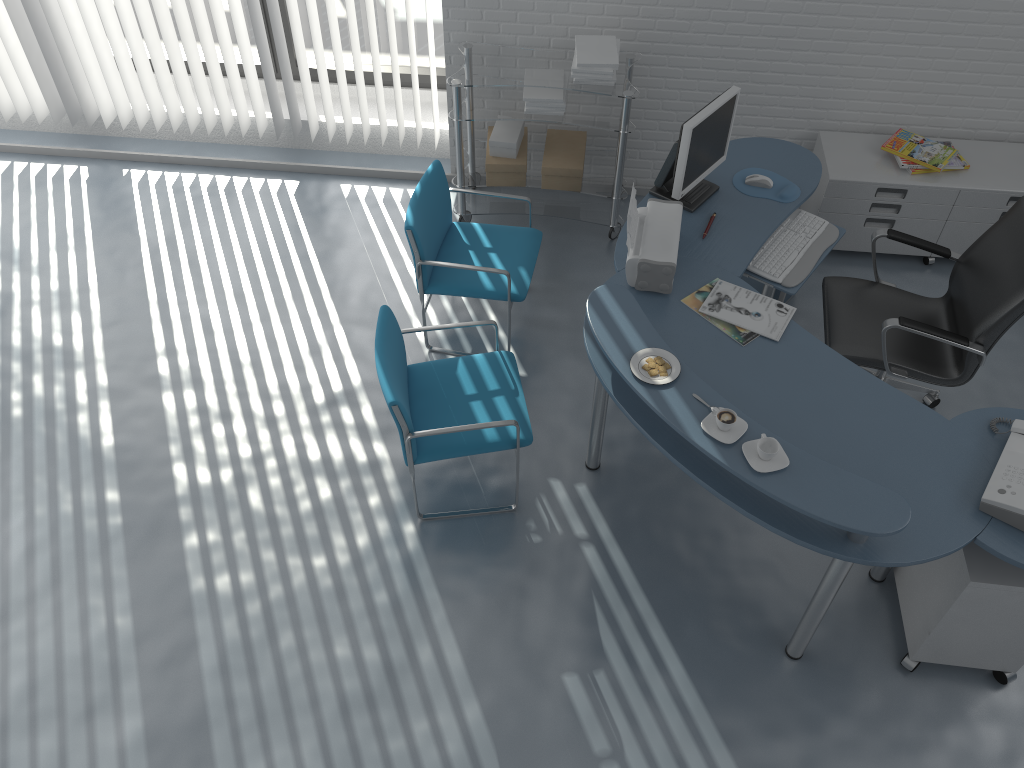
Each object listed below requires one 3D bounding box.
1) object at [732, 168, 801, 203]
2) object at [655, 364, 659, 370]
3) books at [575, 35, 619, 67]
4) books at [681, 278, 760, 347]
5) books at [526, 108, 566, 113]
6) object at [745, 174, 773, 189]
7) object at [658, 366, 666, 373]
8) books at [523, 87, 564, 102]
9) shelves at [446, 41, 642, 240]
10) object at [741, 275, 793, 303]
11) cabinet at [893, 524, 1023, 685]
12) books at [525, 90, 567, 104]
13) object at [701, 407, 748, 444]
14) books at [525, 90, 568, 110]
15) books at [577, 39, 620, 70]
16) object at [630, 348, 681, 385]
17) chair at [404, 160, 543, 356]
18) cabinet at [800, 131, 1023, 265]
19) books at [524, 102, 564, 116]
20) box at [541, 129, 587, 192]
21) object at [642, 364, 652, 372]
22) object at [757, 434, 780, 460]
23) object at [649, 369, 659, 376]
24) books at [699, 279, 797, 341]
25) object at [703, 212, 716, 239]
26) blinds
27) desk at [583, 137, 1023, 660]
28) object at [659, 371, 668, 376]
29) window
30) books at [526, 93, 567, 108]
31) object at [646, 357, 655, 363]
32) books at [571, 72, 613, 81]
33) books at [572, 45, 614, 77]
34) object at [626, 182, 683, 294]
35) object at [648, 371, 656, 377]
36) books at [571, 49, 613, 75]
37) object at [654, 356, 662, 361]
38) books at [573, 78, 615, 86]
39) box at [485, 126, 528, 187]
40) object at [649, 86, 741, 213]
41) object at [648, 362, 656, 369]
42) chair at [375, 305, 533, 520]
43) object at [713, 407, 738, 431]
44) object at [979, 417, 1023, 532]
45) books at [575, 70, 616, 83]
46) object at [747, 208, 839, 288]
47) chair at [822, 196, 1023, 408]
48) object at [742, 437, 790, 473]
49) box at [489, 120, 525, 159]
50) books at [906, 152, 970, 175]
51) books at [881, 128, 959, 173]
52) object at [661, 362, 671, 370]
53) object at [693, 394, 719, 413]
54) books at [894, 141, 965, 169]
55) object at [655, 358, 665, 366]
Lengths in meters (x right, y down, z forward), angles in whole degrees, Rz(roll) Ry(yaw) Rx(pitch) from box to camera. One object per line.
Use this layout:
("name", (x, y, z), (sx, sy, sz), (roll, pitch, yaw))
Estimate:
("object", (1.071, -0.847, 3.718), (0.285, 0.026, 0.213), (15, 49, 13))
("object", (0.463, -0.053, 2.816), (0.025, 0.005, 0.027), (-6, 48, -6))
("books", (0.392, -1.544, 4.108), (0.190, 0.015, 0.270), (1, 48, 1))
("books", (0.788, -0.264, 3.203), (0.200, 0.005, 0.300), (-31, 55, -25))
("books", (0.165, -1.402, 4.317), (0.190, 0.015, 0.270), (2, 48, 1))
("object", (1.037, -0.854, 3.713), (0.115, 0.035, 0.054), (12, 49, 11))
("object", (0.476, -0.047, 2.804), (0.025, 0.005, 0.027), (-2, 48, -2))
("books", (0.154, -1.436, 4.267), (0.190, 0.015, 0.270), (2, 48, 2))
("shelves", (0.158, -1.214, 4.512), (0.896, 0.848, 0.441), (5, 48, 4))
("object", (1.186, -0.655, 4.300), (0.471, 0.422, 0.199), (33, 56, 26))
("cabinet", (1.577, 0.622, 3.028), (0.383, 0.605, 0.559), (6, 48, 5))
("books", (0.172, -1.436, 4.287), (0.190, 0.015, 0.270), (6, 48, 5))
("object", (0.634, 0.128, 2.653), (0.119, 0.016, 0.119), (36, 57, 27))
("books", (0.173, -1.414, 4.308), (0.190, 0.015, 0.270), (5, 48, 4))
("books", (0.403, -1.540, 4.124), (0.190, 0.015, 0.270), (5, 48, 4))
("object", (0.454, -0.054, 2.815), (0.162, 0.011, 0.162), (-33, 56, -27))
("chair", (-0.163, -0.551, 4.006), (0.543, 0.707, 0.542), (8, 48, 7))
("cabinet", (2.155, -0.922, 4.508), (1.259, 0.484, 0.447), (5, 48, 4))
("books", (0.165, -1.392, 4.328), (0.190, 0.015, 0.270), (4, 48, 3))
("box", (0.267, -1.146, 4.535), (0.207, 0.133, 0.347), (5, 48, 4))
("object", (0.428, -0.053, 2.815), (0.027, 0.005, 0.025), (35, 56, 27))
("object", (0.740, 0.188, 2.567), (0.062, 0.049, 0.078), (21, 51, 18))
("object", (0.448, -0.037, 2.795), (0.027, 0.005, 0.025), (-10, 49, -10))
("books", (0.852, -0.268, 3.204), (0.300, 0.010, 0.200), (24, 52, 20))
("object", (0.784, -0.629, 3.526), (0.013, 0.013, 0.178), (18, 50, 16))
("blinds", (-2.398, -2.508, 4.023), (4.001, 2.955, 0.158), (5, 48, 4))
("desk", (0.956, 0.019, 3.368), (1.402, 0.900, 2.282), (-14, 50, -13))
("object", (0.478, -0.034, 2.798), (0.027, 0.005, 0.025), (-3, 48, -3))
("window", (-1.961, -2.816, 4.346), (3.635, 2.562, 0.008), (5, 48, 4))
("books", (0.172, -1.420, 4.293), (0.190, 0.015, 0.270), (4, 48, 3))
("object", (0.443, -0.073, 2.834), (0.025, 0.005, 0.027), (-34, 56, -27))
("books", (0.383, -1.502, 4.151), (0.190, 0.015, 0.270), (6, 48, 5))
("books", (0.384, -1.516, 4.144), (0.190, 0.015, 0.270), (5, 48, 4))
("object", (0.525, -0.566, 3.293), (0.197, 0.273, 0.392), (9, 48, 7))
("object", (0.444, -0.034, 2.798), (0.027, 0.005, 0.025), (-17, 50, -15))
("books", (0.384, -1.521, 4.127), (0.190, 0.015, 0.270), (7, 48, 6))
("object", (0.470, -0.077, 2.838), (0.025, 0.005, 0.027), (-20, 51, -17))
("books", (0.391, -1.484, 4.175), (0.190, 0.015, 0.270), (5, 48, 4))
("box", (-0.025, -1.170, 4.555), (0.207, 0.133, 0.347), (1, 48, 1))
("object", (0.717, -0.940, 3.535), (0.212, 0.417, 0.365), (32, 55, 25))
("object", (0.445, -0.060, 2.815), (0.025, 0.005, 0.027), (8, 48, 7))
("chair", (-0.221, 0.093, 3.423), (0.543, 0.707, 0.542), (-7, 48, -6))
("object", (0.634, 0.106, 2.640), (0.062, 0.049, 0.078), (-2, 48, -3))
("object", (1.608, 0.216, 2.591), (0.399, 0.280, 0.405), (29, 54, 23))
("books", (0.391, -1.494, 4.164), (0.190, 0.015, 0.270), (3, 48, 2))
("object", (1.109, -0.561, 3.549), (0.276, 0.028, 0.478), (29, 54, 24))
("chair", (1.619, -0.269, 3.600), (0.652, 0.948, 0.584), (9, 48, 7))
("object", (0.736, 0.209, 2.580), (0.119, 0.016, 0.119), (-11, 49, -10))
("box", (-0.024, -1.245, 4.473), (0.139, 0.090, 0.234), (8, 48, 7))
("books", (2.043, -1.103, 4.331), (0.300, 0.020, 0.210), (-7, 48, -7))
("books", (1.979, -1.136, 4.306), (0.300, 0.020, 0.210), (33, 56, 26))
("object", (0.490, -0.057, 2.819), (0.025, 0.005, 0.027), (-20, 51, -18))
("object", (0.596, 0.059, 2.708), (0.025, 0.021, 0.119), (-29, 54, -24))
("books", (2.014, -1.113, 4.313), (0.300, 0.020, 0.210), (1, 48, 0))
("object", (0.473, -0.071, 2.825), (0.027, 0.005, 0.025), (-30, 55, -24))
